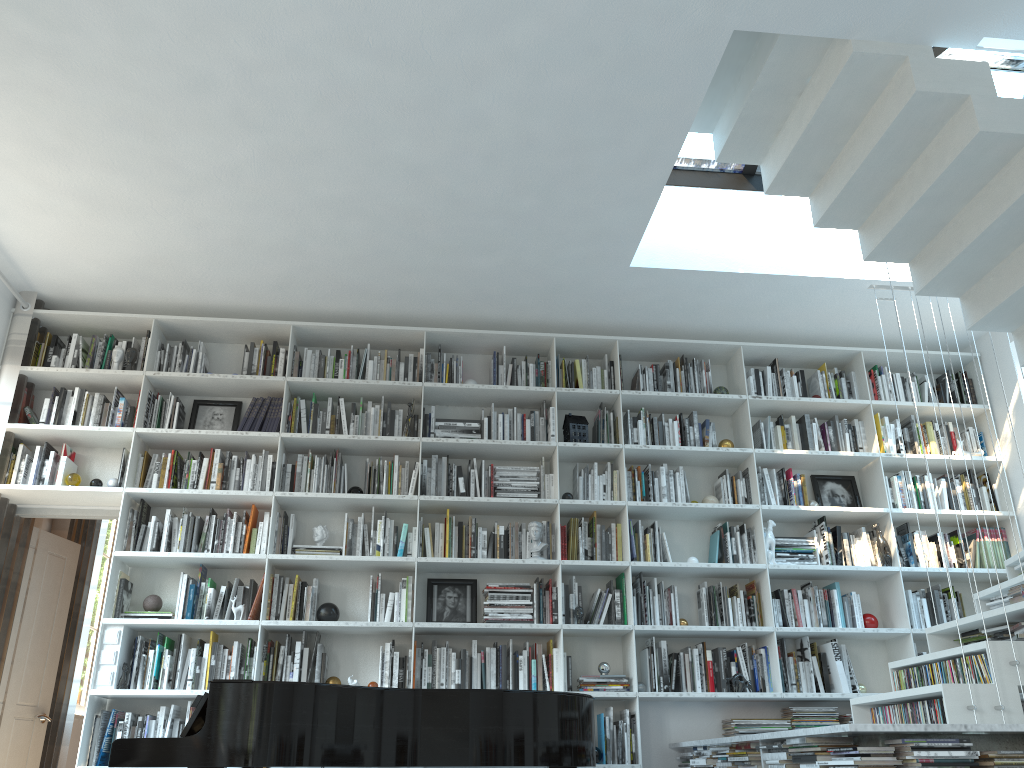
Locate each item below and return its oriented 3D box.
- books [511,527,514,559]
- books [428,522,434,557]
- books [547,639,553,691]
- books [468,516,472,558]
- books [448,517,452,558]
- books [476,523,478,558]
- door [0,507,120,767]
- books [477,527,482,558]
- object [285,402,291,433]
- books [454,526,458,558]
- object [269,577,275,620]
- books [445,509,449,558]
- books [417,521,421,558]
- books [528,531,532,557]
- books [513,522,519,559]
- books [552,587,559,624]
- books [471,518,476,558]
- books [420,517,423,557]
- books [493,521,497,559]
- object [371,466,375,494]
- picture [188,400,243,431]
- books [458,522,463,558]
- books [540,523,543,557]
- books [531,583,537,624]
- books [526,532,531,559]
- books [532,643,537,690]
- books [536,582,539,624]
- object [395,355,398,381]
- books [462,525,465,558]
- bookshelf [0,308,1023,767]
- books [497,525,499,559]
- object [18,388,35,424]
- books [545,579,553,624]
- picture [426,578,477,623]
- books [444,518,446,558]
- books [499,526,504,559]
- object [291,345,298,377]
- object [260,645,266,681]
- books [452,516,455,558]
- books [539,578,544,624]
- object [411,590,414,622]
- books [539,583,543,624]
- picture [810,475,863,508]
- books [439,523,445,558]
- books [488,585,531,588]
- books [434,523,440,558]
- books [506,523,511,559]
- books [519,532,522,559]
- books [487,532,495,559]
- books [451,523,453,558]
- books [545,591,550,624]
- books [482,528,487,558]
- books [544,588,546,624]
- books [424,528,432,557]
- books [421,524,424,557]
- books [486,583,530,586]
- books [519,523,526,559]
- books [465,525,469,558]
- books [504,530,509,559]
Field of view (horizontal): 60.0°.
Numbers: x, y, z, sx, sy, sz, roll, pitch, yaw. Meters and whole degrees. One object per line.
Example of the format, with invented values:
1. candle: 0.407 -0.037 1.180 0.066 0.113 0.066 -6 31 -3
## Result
1. books: -0.007 1.006 5.418 0.025 0.229 0.143 2 -23 -6
2. books: -0.490 0.976 5.360 0.042 0.241 0.163 2 -23 -6
3. books: 0.221 1.651 5.162 0.011 0.299 0.150 2 -23 -6
4. books: -0.259 0.964 5.387 0.013 0.282 0.177 2 -23 -6
5. books: -0.379 0.958 5.349 0.015 0.265 0.190 2 -23 -6
6. books: -0.221 0.986 5.397 0.011 0.250 0.131 2 -23 -6
7. door: -2.720 1.819 5.341 0.834 1.972 0.790 2 -23 -6
8. books: -0.202 0.997 5.380 0.024 0.215 0.176 2 -23 -6
9. object: -1.399 0.263 5.562 0.012 0.253 0.161 2 -23 -6
10. books: -0.344 0.992 5.381 0.024 0.227 0.148 2 -23 -6
11. object: -1.384 1.270 5.146 0.012 0.269 0.131 2 -23 -6
12. books: -0.394 0.934 5.359 0.014 0.316 0.188 2 -23 -6
13. books: -0.562 0.970 5.360 0.012 0.253 0.161 2 -23 -6
14. books: 0.117 0.995 5.434 0.014 0.262 0.135 2 -23 -6
15. books: 0.020 0.986 5.408 0.025 0.257 0.151 2 -23 -6
16. books: 0.244 1.340 5.271 0.034 0.228 0.200 2 -23 -6
17. books: -0.237 0.967 5.373 0.028 0.266 0.190 2 -23 -6
18. books: -0.552 0.961 5.375 0.010 0.280 0.141 2 -23 -6
19. books: -0.104 0.983 5.401 0.014 0.257 0.162 2 -23 -6
20. object: -0.858 0.635 5.474 0.010 0.224 0.143 2 -23 -6
21. picture: -1.867 0.235 5.569 0.300 0.298 0.078 2 -23 -6
22. books: -0.319 0.981 5.395 0.028 0.258 0.135 2 -23 -6
23. books: 0.170 0.994 5.430 0.025 0.258 0.131 2 -23 -6
24. books: 0.130 1.330 5.278 0.012 0.253 0.161 2 -23 -6
25. books: 0.094 1.018 5.412 0.035 0.200 0.150 2 -23 -6
26. books: 0.131 1.659 5.157 0.010 0.282 0.132 2 -23 -6
27. books: 0.142 1.326 5.278 0.011 0.259 0.185 2 -23 -6
28. object: -0.750 -0.044 5.769 0.010 0.245 0.158 2 -23 -6
29. books: -0.297 0.988 5.372 0.012 0.227 0.170 2 -23 -6
30. bookshelf: 0.057 1.167 5.276 6.297 3.128 0.332 2 -23 -6
31. books: -0.092 0.994 5.394 0.010 0.233 0.175 2 -23 -6
32. object: -2.965 0.175 5.395 0.035 0.294 0.177 2 -23 -6
33. books: 0.220 1.320 5.288 0.011 0.278 0.187 2 -23 -6
34. picture: -0.359 1.309 5.290 0.300 0.298 0.078 2 -23 -6
35. books: -0.410 0.966 5.391 0.010 0.282 0.137 2 -23 -6
36. books: -0.071 0.994 5.384 0.029 0.223 0.186 2 -23 -6
37. object: -1.401 -0.087 5.712 0.012 0.284 0.160 2 -23 -6
38. object: -1.393 1.608 4.988 0.012 0.253 0.161 2 -23 -6
39. books: -0.359 0.958 5.368 0.010 0.279 0.171 2 -23 -6
40. books: 0.175 1.319 5.296 0.011 0.287 0.152 2 -23 -6
41. object: -0.586 1.329 5.221 0.017 0.215 0.104 2 -23 -6
42. books: 0.163 1.334 5.289 0.013 0.255 0.163 2 -23 -6
43. picture: 2.139 0.739 5.833 0.300 0.298 0.078 2 -23 -6
44. books: -0.429 0.981 5.369 0.029 0.239 0.156 2 -23 -6
45. books: -0.026 1.226 5.307 0.254 0.012 0.161 4 -24 -9
46. books: -0.457 0.978 5.373 0.026 0.247 0.139 2 -23 -6
47. books: -0.021 0.983 5.385 0.012 0.244 0.186 2 -23 -6
48. books: 0.041 1.017 5.416 0.022 0.205 0.114 2 -23 -6
49. books: -0.136 1.013 5.395 0.050 0.198 0.146 2 -23 -6
50. books: -0.371 0.981 5.376 0.010 0.243 0.150 2 -23 -6
51. books: 0.203 1.355 5.290 0.021 0.216 0.132 2 -23 -6
52. books: -0.175 1.000 5.383 0.030 0.214 0.169 2 -23 -6
53. books: 0.186 1.348 5.293 0.013 0.231 0.135 2 -23 -6
54. books: -0.507 0.986 5.341 0.053 0.208 0.157 2 -23 -6
55. books: -0.542 0.982 5.366 0.011 0.234 0.142 2 -23 -6
56. books: -0.026 1.214 5.310 0.254 0.012 0.161 1 -24 -2
57. books: 0.064 0.992 5.422 0.024 0.258 0.127 2 -23 -6
58. books: -0.279 0.988 5.382 0.025 0.235 0.137 2 -23 -6
59. books: -0.043 1.007 5.384 0.029 0.199 0.179 2 -23 -6
